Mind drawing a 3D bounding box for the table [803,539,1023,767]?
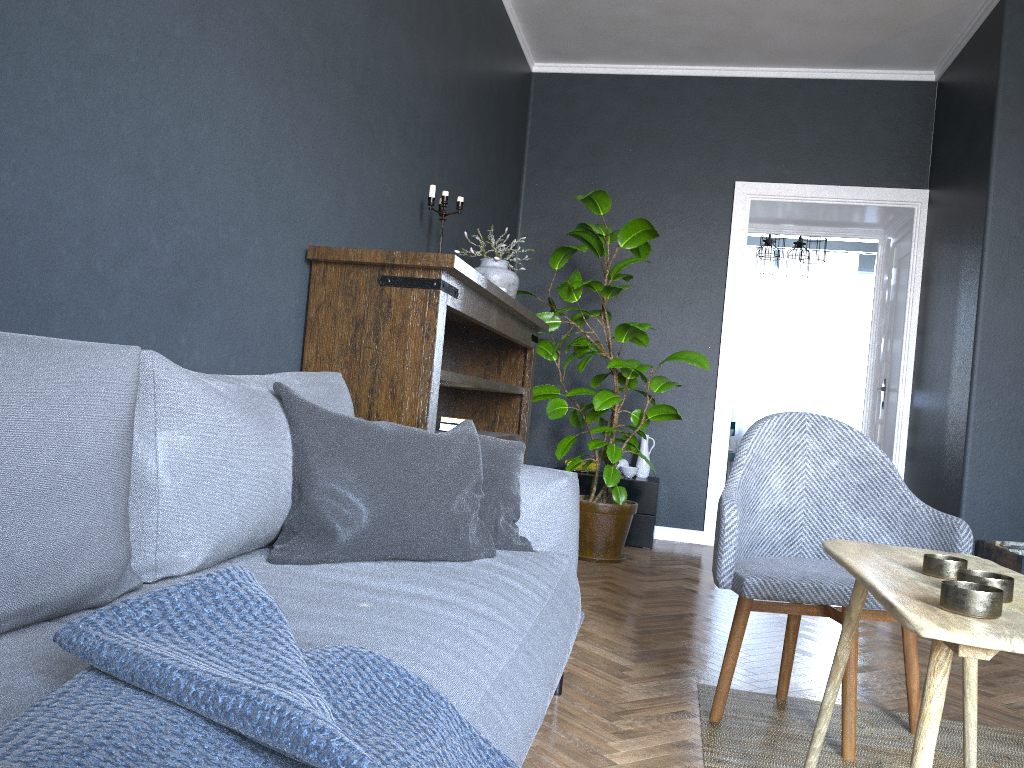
[{"bbox_3d":[0.676,0.579,1.385,0.339,0.550,0.788,5,-1,11],"label":"table"}]

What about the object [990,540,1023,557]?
[{"bbox_3d":[2.329,0.825,3.875,0.369,0.247,0.533,5,-1,11],"label":"object"}]

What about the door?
[{"bbox_3d":[2.542,0.034,5.826,0.162,2.186,0.857,5,-1,11],"label":"door"}]

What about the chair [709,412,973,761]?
[{"bbox_3d":[0.802,0.479,2.312,0.645,0.811,0.495,5,-1,-11],"label":"chair"}]

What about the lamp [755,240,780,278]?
[{"bbox_3d":[2.443,-1.424,8.393,0.210,0.804,0.210,5,-1,24],"label":"lamp"}]

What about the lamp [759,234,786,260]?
[{"bbox_3d":[2.373,-1.490,8.012,0.210,0.714,0.210,5,-1,24],"label":"lamp"}]

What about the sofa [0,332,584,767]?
[{"bbox_3d":[-0.428,0.351,1.382,0.970,0.798,2.341,5,-1,10],"label":"sofa"}]

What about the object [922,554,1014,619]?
[{"bbox_3d":[0.652,0.283,1.260,0.103,0.033,0.369,5,-1,21],"label":"object"}]

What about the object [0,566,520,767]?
[{"bbox_3d":[-0.235,0.377,0.758,0.490,0.329,0.667,5,-1,15],"label":"object"}]

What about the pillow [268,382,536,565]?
[{"bbox_3d":[-0.246,0.203,1.985,0.442,0.362,0.798,5,-1,28],"label":"pillow"}]

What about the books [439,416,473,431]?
[{"bbox_3d":[-0.226,0.205,3.877,0.174,0.113,0.197,5,-1,-1],"label":"books"}]

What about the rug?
[{"bbox_3d":[0.844,0.872,1.484,1.003,0.013,2.012,5,-1,11],"label":"rug"}]

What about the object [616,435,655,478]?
[{"bbox_3d":[0.709,0.428,5.389,0.228,0.268,0.229,4,-1,44],"label":"object"}]

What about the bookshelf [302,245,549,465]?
[{"bbox_3d":[-0.263,0.231,3.520,0.451,1.172,1.919,5,-1,11],"label":"bookshelf"}]

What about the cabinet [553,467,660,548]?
[{"bbox_3d":[0.546,0.742,5.379,0.650,0.390,0.456,5,-1,11],"label":"cabinet"}]

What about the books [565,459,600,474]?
[{"bbox_3d":[0.433,0.505,5.438,0.214,0.066,0.162,5,-1,6],"label":"books"}]

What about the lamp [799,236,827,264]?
[{"bbox_3d":[2.628,-1.441,7.668,0.210,0.769,0.210,5,-1,24],"label":"lamp"}]

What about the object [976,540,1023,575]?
[{"bbox_3d":[2.317,0.900,3.875,0.383,0.326,0.553,5,-1,11],"label":"object"}]

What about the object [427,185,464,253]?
[{"bbox_3d":[-0.301,-0.579,3.589,0.130,0.437,0.145,6,-1,-43],"label":"object"}]

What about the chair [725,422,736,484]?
[{"bbox_3d":[2.213,0.793,9.659,0.435,0.798,0.592,5,-1,11],"label":"chair"}]

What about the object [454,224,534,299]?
[{"bbox_3d":[-0.087,-0.535,4.048,0.385,0.412,0.275,5,-1,-11],"label":"object"}]

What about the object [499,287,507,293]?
[{"bbox_3d":[-0.143,-0.394,3.713,0.255,0.104,0.118,6,-1,-24],"label":"object"}]

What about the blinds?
[{"bbox_3d":[2.925,-0.138,9.970,3.991,2.788,0.312,5,-1,11],"label":"blinds"}]

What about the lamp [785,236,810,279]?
[{"bbox_3d":[2.805,-1.413,8.639,0.210,0.747,0.210,5,-1,24],"label":"lamp"}]

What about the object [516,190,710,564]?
[{"bbox_3d":[0.422,-0.036,4.687,1.118,1.898,0.764,5,-1,4],"label":"object"}]
